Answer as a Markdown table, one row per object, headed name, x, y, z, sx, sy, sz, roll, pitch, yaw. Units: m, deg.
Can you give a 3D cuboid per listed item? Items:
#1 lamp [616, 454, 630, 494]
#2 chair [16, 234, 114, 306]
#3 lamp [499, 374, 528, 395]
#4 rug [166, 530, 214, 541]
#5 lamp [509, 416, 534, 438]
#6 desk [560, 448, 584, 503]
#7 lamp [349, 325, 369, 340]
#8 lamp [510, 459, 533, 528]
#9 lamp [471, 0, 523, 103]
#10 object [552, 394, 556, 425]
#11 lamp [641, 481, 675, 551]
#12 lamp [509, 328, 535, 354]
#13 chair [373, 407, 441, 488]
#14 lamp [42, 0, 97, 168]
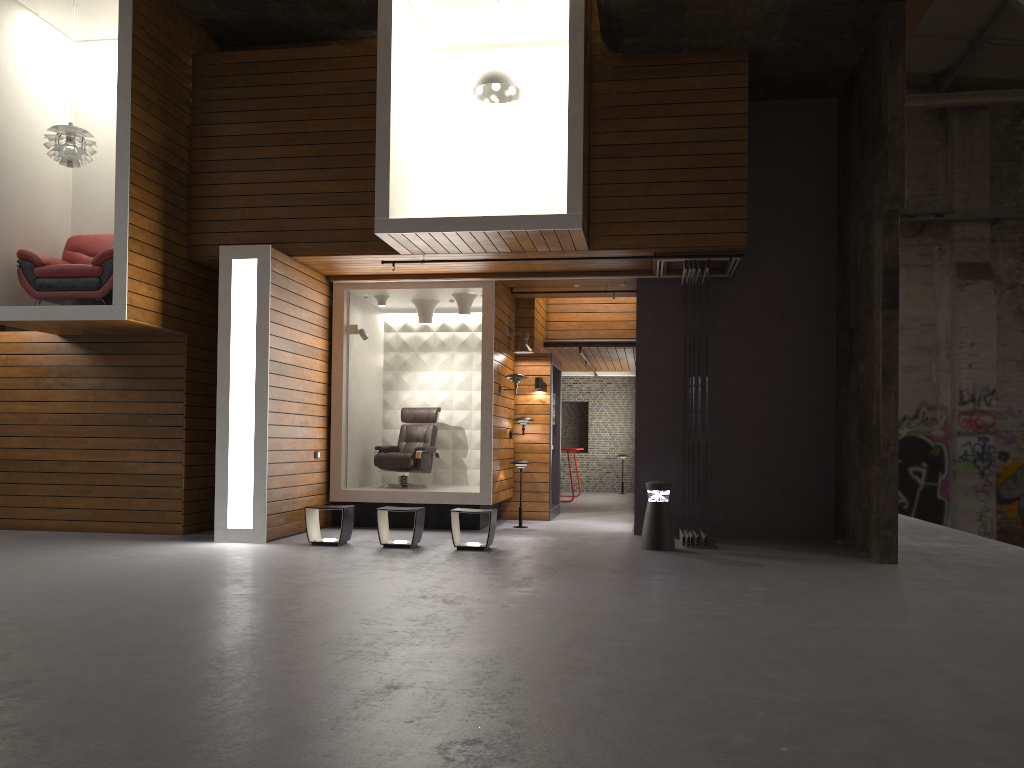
| name | x | y | z | sx | sy | sz | roll | pitch | yaw |
| --- | --- | --- | --- | --- | --- | --- | --- | --- | --- |
| lamp | 2.382 | 1.935 | 19.050 | 0.287 | 0.861 | 0.288 | 1 | -1 | 6 |
| chair | -4.426 | -1.211 | 9.391 | 1.200 | 0.936 | 0.954 | 0 | -2 | 9 |
| lamp | 0.019 | -0.002 | 11.006 | 0.351 | 0.271 | 0.288 | 0 | -3 | 9 |
| rug | -3.267 | 1.689 | 10.056 | 0.540 | 0.014 | 1.580 | 0 | -4 | 9 |
| lamp | 0.135 | 0.580 | 11.877 | 0.326 | 0.296 | 0.288 | 0 | -2 | 9 |
| desk | 0.880 | 1.718 | 16.877 | 0.844 | 0.984 | 1.719 | 0 | -3 | 9 |
| lamp | -1.898 | -0.641 | 10.998 | 0.249 | 0.188 | 0.129 | 2 | -2 | -22 |
| lamp | 0.113 | 1.381 | 11.192 | 0.287 | 0.861 | 0.288 | 1 | -1 | -6 |
| lamp | -0.146 | -3.478 | 9.111 | 0.530 | 0.986 | 0.531 | 0 | -2 | 21 |
| object | 0.468 | 0.385 | 13.471 | 0.380 | 0.478 | 0.048 | 0 | -1 | 9 |
| lamp | 1.498 | 1.338 | 9.068 | 0.348 | 0.695 | 0.348 | 0 | -2 | 15 |
| lamp | 0.136 | -0.579 | 11.756 | 0.346 | 0.331 | 0.295 | 0 | -2 | 11 |
| chair | -1.381 | 0.829 | 11.740 | 0.755 | 1.070 | 0.826 | 0 | -2 | 24 |
| lamp | -4.506 | -3.121 | 9.065 | 0.512 | 1.772 | 0.488 | 1 | -1 | -27 |
